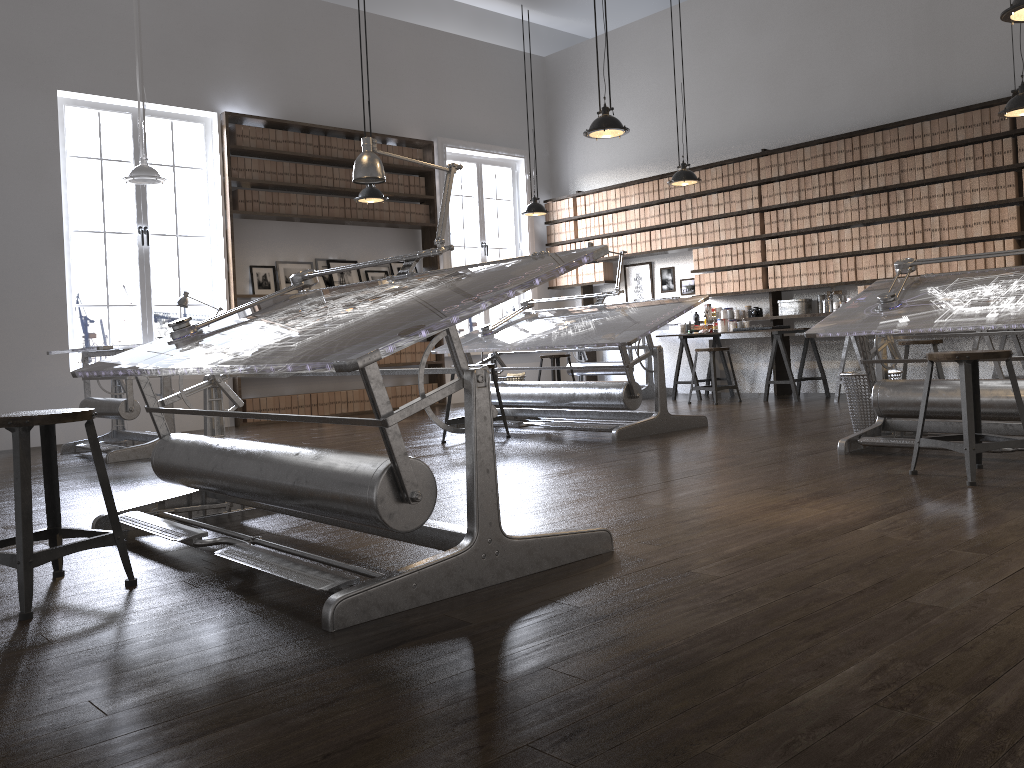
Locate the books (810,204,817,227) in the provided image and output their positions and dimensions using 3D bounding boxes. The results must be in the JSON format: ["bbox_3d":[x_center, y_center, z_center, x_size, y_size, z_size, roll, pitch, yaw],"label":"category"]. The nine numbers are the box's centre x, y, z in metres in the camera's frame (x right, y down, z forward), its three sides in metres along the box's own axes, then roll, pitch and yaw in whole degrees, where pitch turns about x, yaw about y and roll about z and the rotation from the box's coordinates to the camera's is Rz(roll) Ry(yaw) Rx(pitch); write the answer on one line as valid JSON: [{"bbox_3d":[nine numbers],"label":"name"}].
[{"bbox_3d":[2.939,-1.606,8.503,0.175,0.225,0.066,-3,0,-42],"label":"books"}]

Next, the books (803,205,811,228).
[{"bbox_3d":[2.891,-1.606,8.549,0.175,0.226,0.067,-3,0,-42],"label":"books"}]

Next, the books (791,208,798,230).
[{"bbox_3d":[2.803,-1.606,8.656,0.174,0.226,0.066,-3,0,-42],"label":"books"}]

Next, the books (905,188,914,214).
[{"bbox_3d":[3.547,-1.607,7.827,0.174,0.226,0.066,-3,0,-42],"label":"books"}]

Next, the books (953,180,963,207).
[{"bbox_3d":[3.821,-1.607,7.521,0.175,0.226,0.066,-3,0,-42],"label":"books"}]

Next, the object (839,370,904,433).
[{"bbox_3d":[2.116,0.119,5.198,0.353,0.378,0.353,-3,1,-20],"label":"object"}]

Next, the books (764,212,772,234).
[{"bbox_3d":[2.610,-1.606,8.873,0.175,0.225,0.066,-3,0,-42],"label":"books"}]

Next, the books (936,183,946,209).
[{"bbox_3d":[3.724,-1.607,7.626,0.175,0.225,0.066,-3,0,-42],"label":"books"}]

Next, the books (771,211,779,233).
[{"bbox_3d":[2.655,-1.606,8.814,0.175,0.226,0.067,-3,0,-42],"label":"books"}]

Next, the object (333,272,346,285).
[{"bbox_3d":[-1.790,-1.055,9.240,0.175,0.260,0.040,-3,0,-42],"label":"object"}]

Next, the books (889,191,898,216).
[{"bbox_3d":[3.453,-1.607,7.933,0.175,0.226,0.066,-3,0,-42],"label":"books"}]

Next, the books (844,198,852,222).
[{"bbox_3d":[3.168,-1.606,8.245,0.174,0.226,0.066,-3,0,-42],"label":"books"}]

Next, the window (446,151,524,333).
[{"bbox_3d":[-0.353,-1.598,10.665,1.246,2.310,0.153,-3,0,-42],"label":"window"}]

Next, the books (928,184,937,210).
[{"bbox_3d":[3.683,-1.607,7.674,0.175,0.225,0.066,-3,0,-42],"label":"books"}]

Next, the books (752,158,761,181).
[{"bbox_3d":[2.504,-2.157,8.954,0.175,0.226,0.066,-3,0,-42],"label":"books"}]

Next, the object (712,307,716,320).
[{"bbox_3d":[2.152,-0.750,9.464,0.051,0.139,0.050,-3,0,-44],"label":"object"}]

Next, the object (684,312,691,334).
[{"bbox_3d":[1.839,-0.638,9.271,0.068,0.230,0.069,-3,0,-45],"label":"object"}]

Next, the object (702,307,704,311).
[{"bbox_3d":[2.010,-0.709,9.197,0.008,0.186,0.071,-2,0,-41],"label":"object"}]

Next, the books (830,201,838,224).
[{"bbox_3d":[3.077,-1.606,8.350,0.175,0.226,0.066,-3,0,-42],"label":"books"}]

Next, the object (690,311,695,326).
[{"bbox_3d":[1.892,-0.647,9.319,0.068,0.237,0.069,-3,0,-45],"label":"object"}]

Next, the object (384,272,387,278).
[{"bbox_3d":[-1.369,-1.092,9.636,0.124,0.260,0.040,-3,0,-42],"label":"object"}]

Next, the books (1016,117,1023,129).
[{"bbox_3d":[4.135,-2.160,7.146,0.175,0.225,0.066,-3,0,-42],"label":"books"}]

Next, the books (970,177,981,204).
[{"bbox_3d":[3.912,-1.607,7.416,0.174,0.226,0.066,-3,0,-42],"label":"books"}]

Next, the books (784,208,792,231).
[{"bbox_3d":[2.753,-1.606,8.706,0.174,0.226,0.066,-3,0,-42],"label":"books"}]

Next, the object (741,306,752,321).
[{"bbox_3d":[2.423,-0.727,9.141,0.107,0.161,0.236,-3,2,14],"label":"object"}]

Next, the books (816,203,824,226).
[{"bbox_3d":[2.980,-1.606,8.455,0.175,0.225,0.066,-3,0,-42],"label":"books"}]

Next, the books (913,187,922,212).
[{"bbox_3d":[3.594,-1.607,7.774,0.175,0.226,0.066,-3,0,-42],"label":"books"}]

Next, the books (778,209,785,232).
[{"bbox_3d":[2.709,-1.606,8.762,0.175,0.226,0.066,-3,0,-42],"label":"books"}]

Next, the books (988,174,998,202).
[{"bbox_3d":[4.002,-1.607,7.310,0.175,0.226,0.067,-3,0,-42],"label":"books"}]

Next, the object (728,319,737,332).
[{"bbox_3d":[2.263,-0.597,9.077,0.094,0.128,0.095,-3,1,-38],"label":"object"}]

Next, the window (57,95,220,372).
[{"bbox_3d":[-3.379,-1.324,8.105,1.484,2.498,0.153,-3,0,-42],"label":"window"}]

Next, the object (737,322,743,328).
[{"bbox_3d":[2.305,-0.581,8.956,0.062,0.093,0.063,-3,0,7],"label":"object"}]

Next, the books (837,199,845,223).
[{"bbox_3d":[3.125,-1.607,8.300,0.174,0.226,0.066,-3,0,-42],"label":"books"}]

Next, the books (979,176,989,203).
[{"bbox_3d":[3.958,-1.607,7.360,0.175,0.226,0.066,-3,0,-42],"label":"books"}]

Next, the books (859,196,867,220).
[{"bbox_3d":[3.262,-1.606,8.135,0.175,0.226,0.067,-3,0,-42],"label":"books"}]

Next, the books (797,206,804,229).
[{"bbox_3d":[2.851,-1.606,8.604,0.175,0.226,0.066,-3,0,-42],"label":"books"}]

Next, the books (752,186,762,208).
[{"bbox_3d":[2.514,-1.880,8.958,0.175,0.226,0.067,-3,0,-42],"label":"books"}]

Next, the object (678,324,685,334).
[{"bbox_3d":[1.786,-0.576,9.313,0.068,0.104,0.068,-3,1,-37],"label":"object"}]

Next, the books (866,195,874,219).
[{"bbox_3d":[3.308,-1.607,8.091,0.175,0.225,0.066,-3,0,-42],"label":"books"}]

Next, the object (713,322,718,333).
[{"bbox_3d":[2.079,-0.580,9.064,0.049,0.112,0.049,-3,0,45],"label":"object"}]

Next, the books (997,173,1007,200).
[{"bbox_3d":[4.048,-1.608,7.266,0.175,0.225,0.066,-3,0,-42],"label":"books"}]

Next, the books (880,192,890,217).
[{"bbox_3d":[3.399,-1.607,7.985,0.175,0.226,0.067,-3,0,-42],"label":"books"}]

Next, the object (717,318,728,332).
[{"bbox_3d":[2.152,-0.596,9.041,0.105,0.142,0.104,-2,1,41],"label":"object"}]

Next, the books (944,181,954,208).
[{"bbox_3d":[3.771,-1.607,7.571,0.175,0.226,0.067,-3,0,-42],"label":"books"}]

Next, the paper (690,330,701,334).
[{"bbox_3d":[1.886,-0.536,9.089,0.155,0.038,0.138,-1,3,33],"label":"paper"}]

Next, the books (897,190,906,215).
[{"bbox_3d":[3.497,-1.607,7.877,0.174,0.226,0.066,-3,0,-42],"label":"books"}]

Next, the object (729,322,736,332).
[{"bbox_3d":[2.236,-0.578,8.968,0.062,0.094,0.062,-3,0,-2],"label":"object"}]

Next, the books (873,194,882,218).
[{"bbox_3d":[3.353,-1.607,8.044,0.175,0.225,0.066,-3,0,-42],"label":"books"}]

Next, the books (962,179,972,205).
[{"bbox_3d":[3.868,-1.608,7.470,0.174,0.226,0.066,-3,0,-42],"label":"books"}]

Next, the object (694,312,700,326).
[{"bbox_3d":[1.955,-0.649,9.375,0.068,0.230,0.069,-3,0,-45],"label":"object"}]

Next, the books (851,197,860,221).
[{"bbox_3d":[3.214,-1.606,8.189,0.175,0.226,0.066,-3,0,-42],"label":"books"}]

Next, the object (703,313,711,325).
[{"bbox_3d":[2.145,-0.694,9.238,0.345,0.146,0.077,-4,0,-19],"label":"object"}]

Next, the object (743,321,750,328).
[{"bbox_3d":[2.372,-0.585,8.954,0.062,0.094,0.062,-3,0,7],"label":"object"}]

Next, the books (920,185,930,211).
[{"bbox_3d":[3.635,-1.607,7.720,0.175,0.226,0.067,-3,0,-42],"label":"books"}]

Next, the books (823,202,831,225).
[{"bbox_3d":[3.027,-1.606,8.400,0.175,0.226,0.067,-3,0,-42],"label":"books"}]
